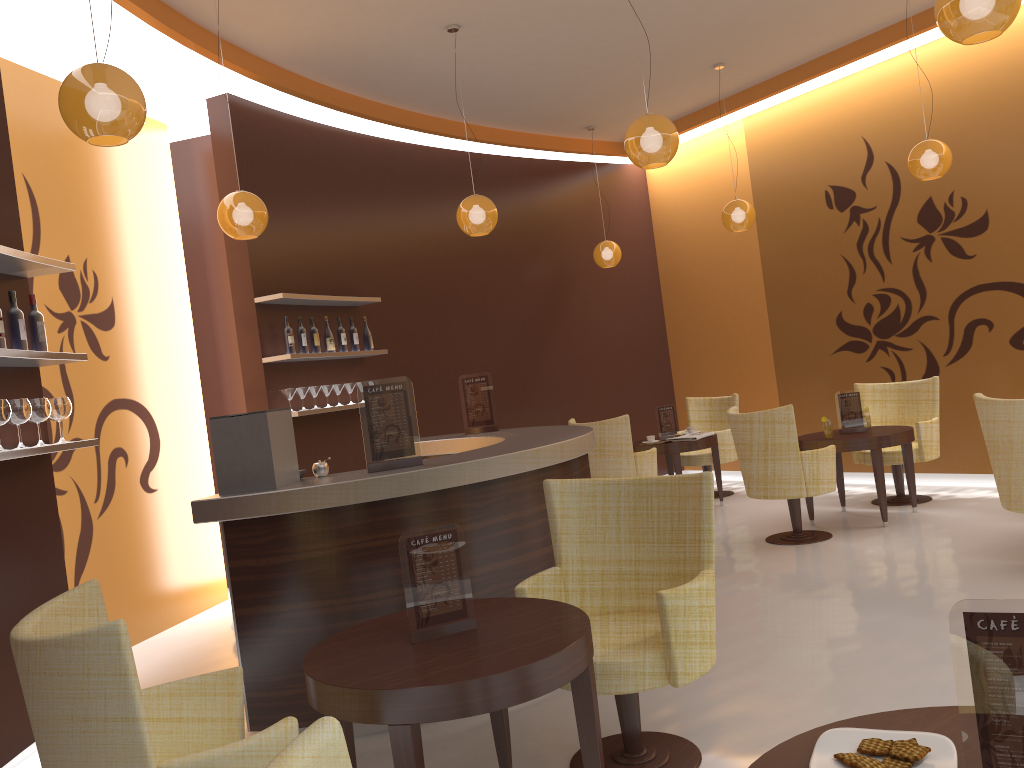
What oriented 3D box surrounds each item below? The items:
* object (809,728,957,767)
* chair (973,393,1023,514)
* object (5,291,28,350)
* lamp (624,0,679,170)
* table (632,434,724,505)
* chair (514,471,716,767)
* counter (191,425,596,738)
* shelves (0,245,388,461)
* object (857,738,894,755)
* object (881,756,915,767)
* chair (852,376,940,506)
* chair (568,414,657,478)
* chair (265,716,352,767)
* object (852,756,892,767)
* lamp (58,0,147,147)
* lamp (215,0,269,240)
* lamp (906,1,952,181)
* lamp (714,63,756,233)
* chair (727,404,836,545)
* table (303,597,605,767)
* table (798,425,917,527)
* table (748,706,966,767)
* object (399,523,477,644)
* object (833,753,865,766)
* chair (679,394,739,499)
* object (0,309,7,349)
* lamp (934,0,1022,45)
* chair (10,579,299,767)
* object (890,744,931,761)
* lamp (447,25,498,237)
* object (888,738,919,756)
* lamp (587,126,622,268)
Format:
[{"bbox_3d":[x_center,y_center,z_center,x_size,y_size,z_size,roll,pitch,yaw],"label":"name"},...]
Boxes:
[{"bbox_3d":[0.645,0.656,1.543,0.234,0.020,0.234,-7,0,27],"label":"object"},{"bbox_3d":[3.051,0.515,4.904,0.685,1.017,0.729,-8,0,-38],"label":"chair"},{"bbox_3d":[-2.256,-0.275,4.032,0.073,0.297,0.073,-8,0,-38],"label":"object"},{"bbox_3d":[0.688,-1.943,4.879,0.299,1.500,0.299,-7,0,33],"label":"lamp"},{"bbox_3d":[1.561,0.869,8.494,0.872,0.679,0.874,-7,0,2],"label":"table"},{"bbox_3d":[0.415,0.862,3.264,0.729,1.017,0.685,-7,0,33],"label":"chair"},{"bbox_3d":[-0.256,0.902,5.032,1.586,1.100,2.917,-7,0,10],"label":"counter"},{"bbox_3d":[-1.830,-0.181,5.360,0.586,0.902,4.744,-7,0,12],"label":"shelves"},{"bbox_3d":[0.648,0.647,1.583,0.055,0.014,0.053,-7,0,38],"label":"object"},{"bbox_3d":[0.658,0.650,1.518,0.054,0.018,0.051,-7,0,43],"label":"object"},{"bbox_3d":[3.270,0.479,7.538,0.729,1.017,0.685,-7,0,43],"label":"chair"},{"bbox_3d":[0.936,0.781,7.979,0.685,1.017,0.729,-8,0,-38],"label":"chair"},{"bbox_3d":[0.096,0.909,0.940,0.685,1.017,0.729,-7,0,-32],"label":"chair"},{"bbox_3d":[0.612,0.649,1.501,0.051,0.018,0.054,-8,0,-36],"label":"object"},{"bbox_3d":[-1.593,-1.642,3.284,0.299,1.500,0.299,-7,0,34],"label":"lamp"},{"bbox_3d":[-1.714,-1.633,5.390,0.299,1.500,0.299,-7,0,-17],"label":"lamp"},{"bbox_3d":[2.970,-2.243,6.474,0.299,1.500,0.299,-7,0,-10],"label":"lamp"},{"bbox_3d":[1.953,-2.115,7.953,0.299,1.500,0.299,-7,0,8],"label":"lamp"},{"bbox_3d":[2.016,0.645,6.559,0.685,1.017,0.729,-7,0,-18],"label":"chair"},{"bbox_3d":[-0.152,1.107,2.709,0.872,0.679,0.874,-7,0,12],"label":"table"},{"bbox_3d":[2.726,0.722,6.983,0.872,0.679,0.874,-7,0,-3],"label":"table"},{"bbox_3d":[0.808,0.987,1.329,0.872,0.679,0.874,-7,0,12],"label":"table"},{"bbox_3d":[-0.229,0.606,2.719,0.209,0.335,0.042,-7,0,-21],"label":"object"},{"bbox_3d":[0.595,0.654,1.544,0.052,0.018,0.055,-7,0,-11],"label":"object"},{"bbox_3d":[2.020,0.637,9.143,0.685,1.017,0.729,-8,0,-35],"label":"chair"},{"bbox_3d":[-2.256,-0.275,3.857,0.073,0.297,0.073,-7,0,-25],"label":"object"},{"bbox_3d":[1.706,-2.071,3.399,0.299,1.500,0.299,-7,0,-24],"label":"lamp"},{"bbox_3d":[-0.857,1.029,2.308,0.685,1.017,0.729,-7,0,-28],"label":"chair"},{"bbox_3d":[0.686,0.635,1.527,0.052,0.016,0.055,-8,0,-36],"label":"object"},{"bbox_3d":[-0.329,-1.815,6.358,0.299,1.500,0.299,-7,0,-17],"label":"lamp"},{"bbox_3d":[0.689,0.643,1.563,0.054,0.018,0.051,-7,0,13],"label":"object"},{"bbox_3d":[0.935,-1.987,9.432,0.299,1.500,0.299,-7,0,-35],"label":"lamp"}]
